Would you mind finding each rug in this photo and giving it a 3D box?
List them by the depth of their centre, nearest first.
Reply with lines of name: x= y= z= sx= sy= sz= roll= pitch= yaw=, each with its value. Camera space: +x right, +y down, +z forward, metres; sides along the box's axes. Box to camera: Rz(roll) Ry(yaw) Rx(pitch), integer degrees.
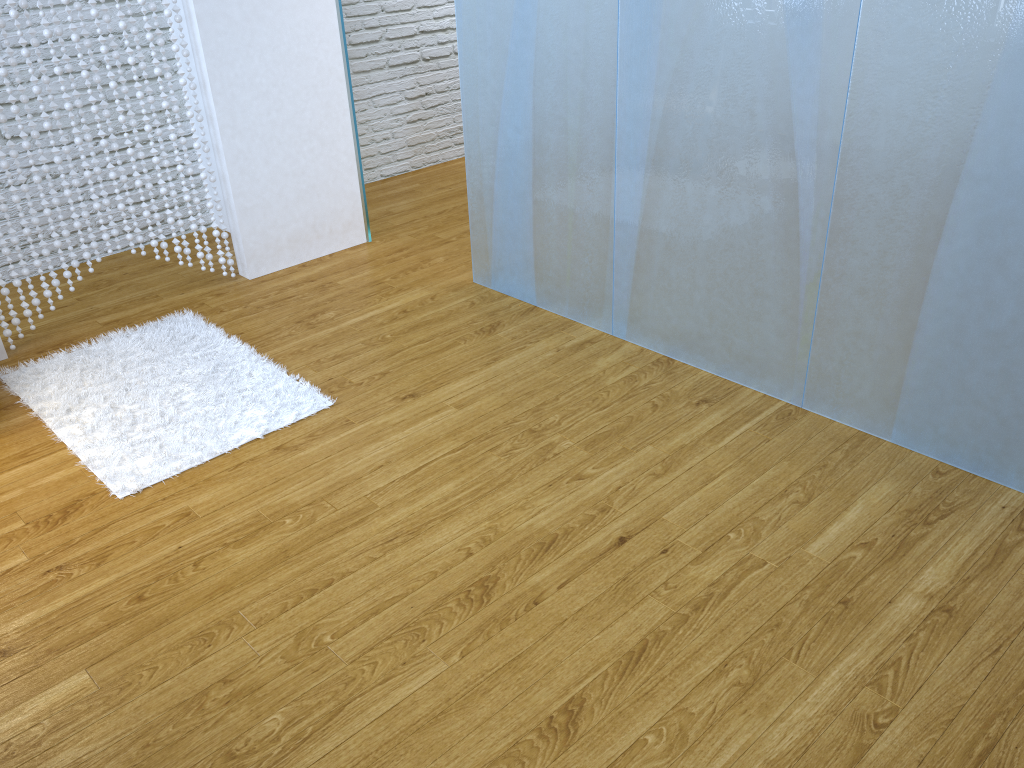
rug: x=-1.167 y=0.000 z=2.919 sx=0.751 sy=0.048 sz=1.087 roll=-27 pitch=37 yaw=-36

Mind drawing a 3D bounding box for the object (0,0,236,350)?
object: x=-1.536 y=-1.170 z=2.972 sx=0.916 sy=2.044 sz=0.050 roll=-27 pitch=38 yaw=-35
